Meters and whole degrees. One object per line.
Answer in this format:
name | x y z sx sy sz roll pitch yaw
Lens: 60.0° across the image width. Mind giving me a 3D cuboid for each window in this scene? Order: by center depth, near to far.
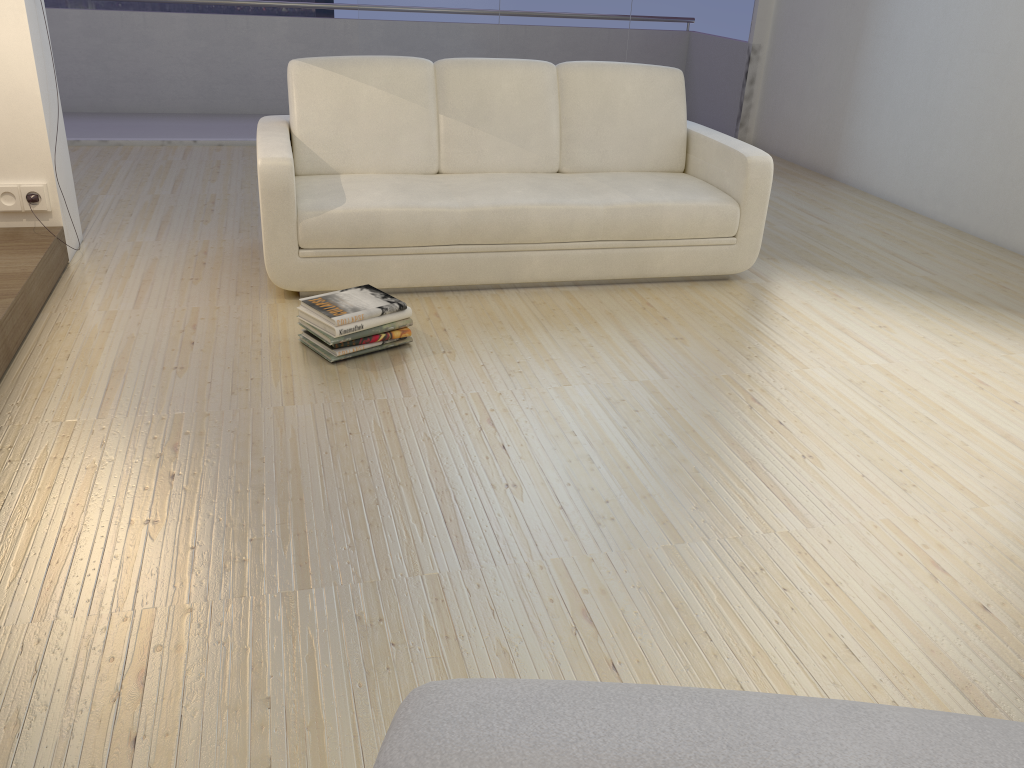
window | 0.415 -3.091 6.222 2.988 2.706 0.012 -4 26 -14

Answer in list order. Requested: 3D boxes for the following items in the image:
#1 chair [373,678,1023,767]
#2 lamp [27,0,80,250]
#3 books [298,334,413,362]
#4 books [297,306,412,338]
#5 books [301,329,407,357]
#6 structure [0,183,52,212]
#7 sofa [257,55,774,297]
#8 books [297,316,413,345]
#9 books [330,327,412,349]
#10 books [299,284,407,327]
chair | 0.180 0.720 0.427 0.919 0.828 0.941 5 26 4
lamp | -1.785 -1.285 3.190 0.204 1.841 0.891 -6 27 -18
books | -0.561 -0.162 3.181 0.328 0.018 0.247 -17 32 -36
books | -0.556 -0.252 3.138 0.319 0.038 0.247 -20 34 -40
books | -0.565 -0.177 3.170 0.287 0.018 0.247 -19 33 -38
structure | -2.012 -0.764 3.637 0.206 0.114 0.028 -4 26 -14
sofa | -0.020 -0.982 3.998 2.166 0.862 0.941 -4 26 -14
books | -0.558 -0.223 3.153 0.328 0.027 0.247 -17 32 -36
books | -0.543 -0.201 3.174 0.287 0.025 0.247 -12 29 -28
books | -0.559 -0.279 3.121 0.287 0.025 0.247 -19 33 -38
